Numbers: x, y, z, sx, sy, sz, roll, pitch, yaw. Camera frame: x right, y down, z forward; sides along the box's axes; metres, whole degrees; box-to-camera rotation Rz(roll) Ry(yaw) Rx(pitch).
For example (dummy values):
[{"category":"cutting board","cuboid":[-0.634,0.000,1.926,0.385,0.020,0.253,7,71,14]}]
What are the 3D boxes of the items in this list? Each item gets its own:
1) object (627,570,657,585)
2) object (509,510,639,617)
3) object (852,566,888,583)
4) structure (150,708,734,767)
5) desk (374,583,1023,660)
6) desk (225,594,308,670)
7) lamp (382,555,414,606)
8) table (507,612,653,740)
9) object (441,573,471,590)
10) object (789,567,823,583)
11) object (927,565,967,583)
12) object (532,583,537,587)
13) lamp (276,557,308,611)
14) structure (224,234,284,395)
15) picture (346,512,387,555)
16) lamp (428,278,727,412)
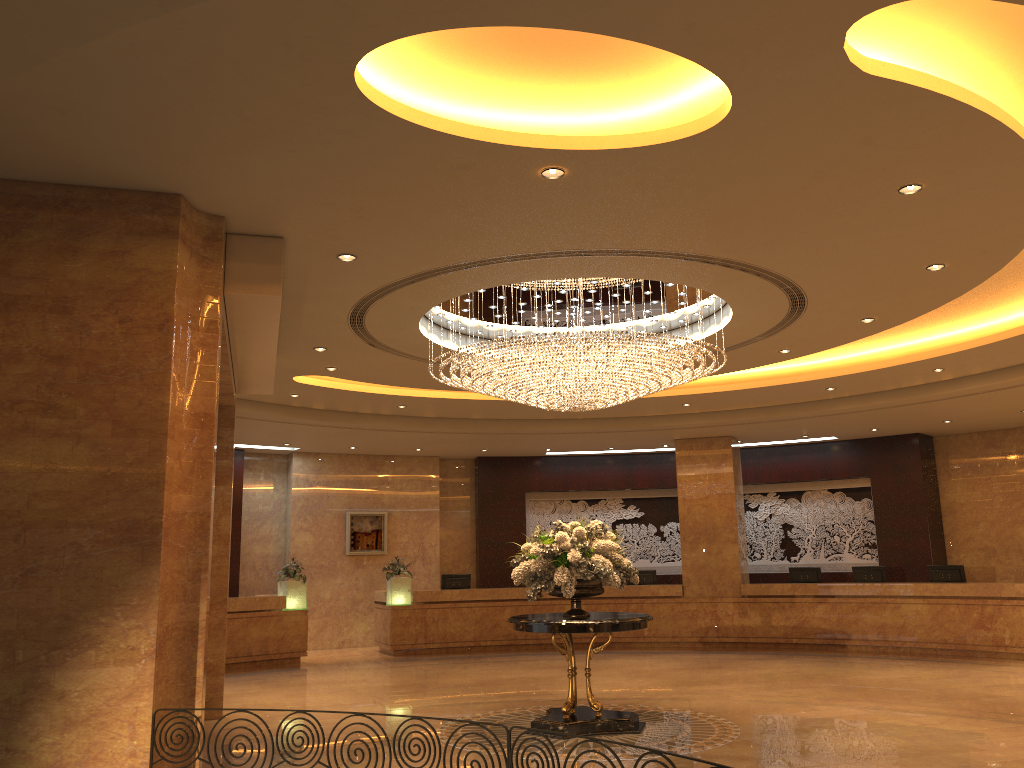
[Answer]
[{"category":"object","cuboid":[2.598,3.977,17.763,0.430,0.500,0.531,10,-16,-43]},{"category":"object","cuboid":[0.661,1.903,9.247,1.277,0.999,1.318,-4,-12,14]},{"category":"object","cuboid":[6.507,3.563,16.114,0.430,0.500,0.531,1,-12,-13]},{"category":"structure","cuboid":[-0.463,1.686,1.571,3.815,0.995,7.624,-2,-11,2]},{"category":"desk","cuboid":[3.666,4.279,16.228,12.951,1.155,3.466,-5,-12,18]},{"category":"desk","cuboid":[-5.640,4.093,14.335,1.570,1.155,5.227,-10,-14,38]},{"category":"lamp","cuboid":[-2.170,3.723,16.844,0.577,0.925,0.542,2,-12,-14]},{"category":"table","cuboid":[0.709,2.919,9.018,1.493,1.089,1.493,3,-12,-22]},{"category":"object","cuboid":[-1.109,4.014,17.560,0.531,0.500,0.430,-6,-12,21]},{"category":"object","cuboid":[5.547,3.709,16.740,0.430,0.500,0.531,3,-12,-19]},{"category":"object","cuboid":[7.494,3.370,15.261,0.430,0.500,0.531,0,-11,-8]},{"category":"object","cuboid":[0.681,4.034,17.844,0.531,0.500,0.430,-9,-14,34]},{"category":"lamp","cuboid":[-3.947,3.557,15.839,0.570,0.923,0.580,3,-12,-19]},{"category":"structure","cuboid":[-2.543,-0.515,8.771,0.425,0.483,4.113,2,-12,-16]},{"category":"picture","cuboid":[-3.052,3.134,18.649,0.875,0.890,0.068,4,-13,-24]},{"category":"lamp","cuboid":[0.695,-0.302,9.684,3.206,1.196,3.204,-6,-12,21]}]
